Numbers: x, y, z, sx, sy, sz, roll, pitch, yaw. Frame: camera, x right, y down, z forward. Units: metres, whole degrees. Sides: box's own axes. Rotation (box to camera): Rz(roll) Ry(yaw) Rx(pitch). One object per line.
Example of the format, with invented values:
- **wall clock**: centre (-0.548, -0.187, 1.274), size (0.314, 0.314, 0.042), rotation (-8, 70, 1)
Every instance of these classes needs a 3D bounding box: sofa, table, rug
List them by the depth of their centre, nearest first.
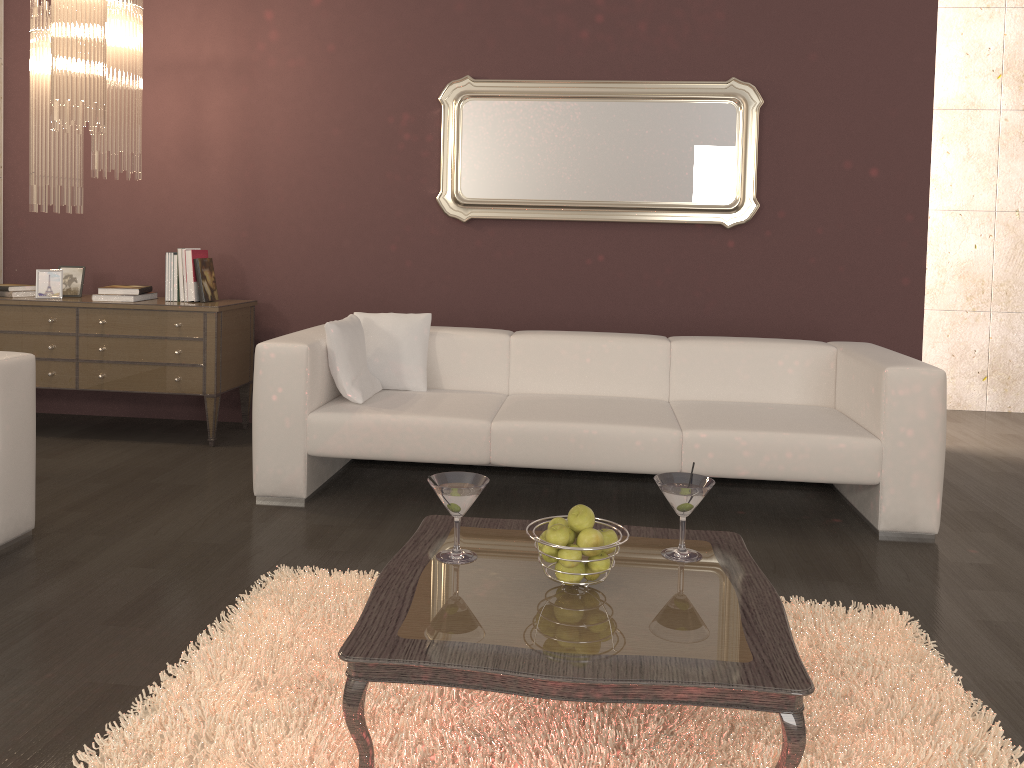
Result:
- **rug**: centre (0.123, 0.752, 2.017), size (1.997, 0.067, 1.526), rotation (2, 9, 5)
- **table**: centre (0.143, 0.605, 2.025), size (0.914, 0.300, 0.914), rotation (2, 8, 4)
- **sofa**: centre (-2.253, 0.332, 2.230), size (0.943, 0.645, 2.048), rotation (2, 9, 5)
- **sofa**: centre (0.336, 0.127, 3.936), size (2.782, 0.647, 0.953), rotation (2, 7, 6)

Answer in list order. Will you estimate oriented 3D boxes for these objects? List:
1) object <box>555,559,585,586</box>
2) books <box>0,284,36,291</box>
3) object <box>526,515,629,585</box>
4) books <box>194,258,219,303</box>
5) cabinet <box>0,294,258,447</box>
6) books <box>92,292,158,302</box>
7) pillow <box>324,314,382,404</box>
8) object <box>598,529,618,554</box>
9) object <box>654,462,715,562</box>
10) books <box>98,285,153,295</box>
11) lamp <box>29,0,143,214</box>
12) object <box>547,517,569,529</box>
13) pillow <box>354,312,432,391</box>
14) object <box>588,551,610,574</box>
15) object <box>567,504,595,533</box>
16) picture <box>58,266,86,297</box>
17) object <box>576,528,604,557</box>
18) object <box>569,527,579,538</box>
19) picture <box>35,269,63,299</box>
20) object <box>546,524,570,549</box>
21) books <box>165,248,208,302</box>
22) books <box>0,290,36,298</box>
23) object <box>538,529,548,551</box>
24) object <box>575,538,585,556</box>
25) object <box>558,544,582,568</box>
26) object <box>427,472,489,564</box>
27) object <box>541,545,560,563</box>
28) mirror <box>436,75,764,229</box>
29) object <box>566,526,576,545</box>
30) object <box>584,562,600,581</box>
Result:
- **object**: centre (0.130, 0.416, 1.971), size (0.067, 0.063, 0.070), rotation (-3, 8, -39)
- **books**: centre (-2.768, -0.531, 4.846), size (0.233, 0.027, 0.171), rotation (6, 10, 25)
- **object**: centre (0.147, 0.393, 1.999), size (0.234, 0.118, 0.236), rotation (-5, 10, -39)
- **books**: centre (-1.665, -0.567, 4.794), size (0.068, 0.236, 0.174), rotation (2, 5, 5)
- **cabinet**: centre (-2.238, -0.102, 4.817), size (1.528, 0.726, 0.536), rotation (2, 5, 6)
- **books**: centre (-2.094, -0.475, 4.777), size (0.224, 0.035, 0.311), rotation (2, 9, 1)
- **pillow**: centre (-0.702, -0.117, 3.900), size (0.186, 0.356, 0.380), rotation (2, 6, 4)
- **object**: centre (0.210, 0.359, 2.004), size (0.062, 0.054, 0.062), rotation (1, 6, -1)
- **object**: centre (0.429, 0.323, 2.209), size (0.151, 0.215, 0.152), rotation (0, 5, -19)
- **books**: centre (-2.101, -0.512, 4.792), size (0.211, 0.034, 0.292), rotation (0, 9, -9)
- **lamp**: centre (-1.953, -2.219, 4.144), size (0.486, 2.818, 0.484), rotation (4, 3, 42)
- **object**: centre (0.110, 0.340, 2.059), size (0.053, 0.054, 0.054), rotation (-2, 7, -32)
- **pillow**: centre (-0.576, -0.156, 4.158), size (0.376, 0.359, 0.170), rotation (2, 4, 4)
- **object**: centre (0.194, 0.398, 1.961), size (0.051, 0.048, 0.052), rotation (2, 6, 0)
- **object**: centre (0.156, 0.305, 1.988), size (0.062, 0.063, 0.063), rotation (2, 6, 6)
- **picture**: centre (-2.454, -0.570, 4.891), size (0.140, 0.170, 0.078), rotation (1, 4, -9)
- **object**: centre (0.175, 0.352, 1.952), size (0.062, 0.061, 0.057), rotation (-1, 6, -25)
- **object**: centre (0.153, 0.331, 2.035), size (0.045, 0.049, 0.050), rotation (4, 6, 20)
- **picture**: centre (-2.480, -0.536, 4.720), size (0.128, 0.156, 0.051), rotation (-1, 4, -24)
- **object**: centre (0.101, 0.337, 1.946), size (0.053, 0.051, 0.054), rotation (2, 6, 6)
- **books**: centre (-1.767, -0.597, 4.806), size (0.178, 0.287, 0.206), rotation (2, 5, 6)
- **books**: centre (-2.761, -0.505, 4.868), size (0.276, 0.031, 0.202), rotation (6, 10, 25)
- **object**: centre (0.092, 0.367, 2.014), size (0.066, 0.065, 0.066), rotation (-2, 7, -27)
- **object**: centre (0.178, 0.368, 2.048), size (0.061, 0.062, 0.062), rotation (-2, 7, -30)
- **object**: centre (0.127, 0.378, 1.935), size (0.053, 0.051, 0.054), rotation (3, 6, 10)
- **object**: centre (-0.133, 0.316, 2.156), size (0.151, 0.215, 0.152), rotation (1, 5, -2)
- **object**: centre (0.088, 0.376, 1.967), size (0.045, 0.045, 0.044), rotation (1, 6, -3)
- **mirror**: centre (0.466, -1.284, 4.859), size (1.783, 0.820, 0.047), rotation (2, 2, 6)
- **object**: centre (0.121, 0.345, 1.986), size (0.045, 0.043, 0.046), rotation (-1, 6, -23)
- **object**: centre (0.180, 0.425, 2.000), size (0.044, 0.043, 0.043), rotation (2, 6, 9)
